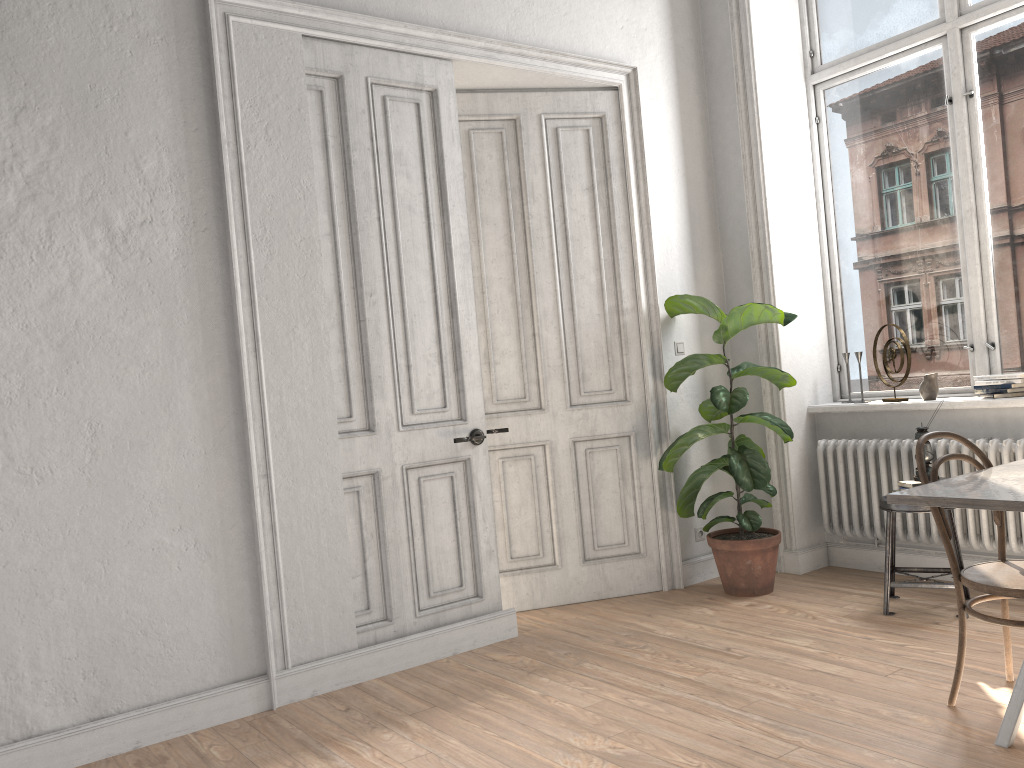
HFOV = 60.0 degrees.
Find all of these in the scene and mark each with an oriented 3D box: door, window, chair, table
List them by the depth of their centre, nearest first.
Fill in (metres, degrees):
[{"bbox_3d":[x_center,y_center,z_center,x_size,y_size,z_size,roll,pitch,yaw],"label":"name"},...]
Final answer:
[{"bbox_3d":[2.280,0.632,2.181,1.100,0.780,2.201,-5,0,-36],"label":"table"},{"bbox_3d":[1.688,0.617,2.959,0.437,0.920,0.549,-5,0,-27],"label":"chair"},{"bbox_3d":[-0.620,-0.128,4.029,1.096,2.814,0.216,-5,1,-34],"label":"door"},{"bbox_3d":[1.940,0.793,4.191,0.364,0.523,0.360,-5,0,28],"label":"chair"},{"bbox_3d":[2.360,-1.403,4.623,0.013,2.843,1.623,-5,0,-36],"label":"window"},{"bbox_3d":[0.223,-0.204,4.843,1.097,2.814,0.216,-5,0,-11],"label":"door"}]

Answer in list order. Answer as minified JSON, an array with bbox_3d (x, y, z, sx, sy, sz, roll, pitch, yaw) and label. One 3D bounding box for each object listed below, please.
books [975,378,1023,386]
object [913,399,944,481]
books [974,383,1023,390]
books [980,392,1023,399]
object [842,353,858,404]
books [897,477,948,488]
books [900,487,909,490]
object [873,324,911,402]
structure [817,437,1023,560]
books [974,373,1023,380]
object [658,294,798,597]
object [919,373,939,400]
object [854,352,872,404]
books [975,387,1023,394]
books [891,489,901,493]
[{"bbox_3d":[2.425,-0.012,4.389,0.205,0.020,0.155,-5,0,44],"label":"books"},{"bbox_3d":[1.970,0.261,4.192,0.163,0.383,0.154,-5,0,28],"label":"object"},{"bbox_3d":[2.436,0.008,4.398,0.147,0.023,0.221,-5,0,-20],"label":"books"},{"bbox_3d":[2.439,0.053,4.408,0.147,0.023,0.221,-5,0,13],"label":"books"},{"bbox_3d":[1.942,-0.035,5.122,0.095,0.289,0.095,-5,0,-4],"label":"object"},{"bbox_3d":[1.959,0.466,4.185,0.221,0.027,0.147,-5,0,-4],"label":"books"},{"bbox_3d":[1.959,0.489,4.186,0.232,0.029,0.162,-5,0,25],"label":"books"},{"bbox_3d":[2.084,-0.117,4.850,0.087,0.425,0.347,-5,0,-3],"label":"object"},{"bbox_3d":[3.085,-1.293,2.935,0.340,4.474,5.183,-5,0,-36],"label":"structure"},{"bbox_3d":[2.451,-0.039,4.385,0.174,0.019,0.244,-5,0,-26],"label":"books"},{"bbox_3d":[2.471,0.081,2.576,0.791,1.842,5.829,-5,0,-31],"label":"object"},{"bbox_3d":[2.206,0.013,4.693,0.100,0.142,0.102,-5,0,29],"label":"object"},{"bbox_3d":[1.963,-0.037,4.993,0.095,0.289,0.095,-5,0,-13],"label":"object"},{"bbox_3d":[2.437,0.030,4.401,0.155,0.022,0.205,-5,0,-16],"label":"books"},{"bbox_3d":[1.952,0.515,4.194,0.246,0.034,0.194,-5,0,5],"label":"books"}]
